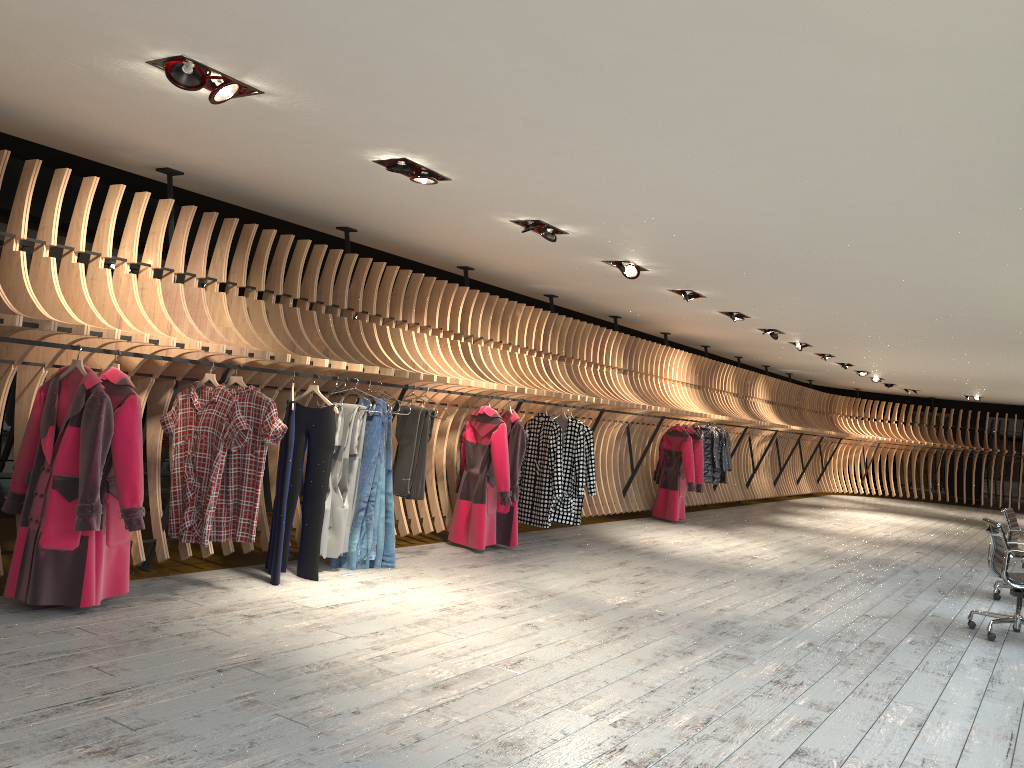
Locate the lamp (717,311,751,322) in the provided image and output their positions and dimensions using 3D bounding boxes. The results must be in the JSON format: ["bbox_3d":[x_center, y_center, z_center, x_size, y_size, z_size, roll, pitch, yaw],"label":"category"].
[{"bbox_3d":[2.764,-0.897,11.006,0.269,0.296,0.492,4,-2,32],"label":"lamp"}]

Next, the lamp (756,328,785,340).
[{"bbox_3d":[3.612,-0.774,12.349,0.269,0.294,0.492,4,-2,32],"label":"lamp"}]

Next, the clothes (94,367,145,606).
[{"bbox_3d":[-2.323,0.556,5.077,0.840,1.313,0.320,4,-3,42],"label":"clothes"}]

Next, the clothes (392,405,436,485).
[{"bbox_3d":[-0.856,0.566,7.547,0.254,0.776,0.336,8,-3,-42],"label":"clothes"}]

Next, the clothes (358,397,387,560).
[{"bbox_3d":[-1.143,0.757,6.987,0.277,1.293,0.316,6,-3,-4],"label":"clothes"}]

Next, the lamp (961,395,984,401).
[{"bbox_3d":[11.277,0.268,21.728,0.493,0.293,0.269,6,-2,6],"label":"lamp"}]

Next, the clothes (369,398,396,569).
[{"bbox_3d":[-1.030,0.892,7.074,0.373,1.537,0.312,3,-4,44],"label":"clothes"}]

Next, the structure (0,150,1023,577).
[{"bbox_3d":[6.034,0.822,5.894,14.891,2.442,36.508,5,-2,32],"label":"structure"}]

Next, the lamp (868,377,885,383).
[{"bbox_3d":[7.848,-0.155,19.065,0.269,0.291,0.492,4,-2,32],"label":"lamp"}]

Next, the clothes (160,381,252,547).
[{"bbox_3d":[-1.976,0.495,5.600,0.761,1.021,0.187,4,-3,33],"label":"clothes"}]

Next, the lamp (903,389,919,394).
[{"bbox_3d":[9.715,0.100,21.596,0.492,0.279,0.269,6,-2,-16],"label":"lamp"}]

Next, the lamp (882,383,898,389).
[{"bbox_3d":[8.696,-0.035,20.408,0.269,0.284,0.492,4,-2,32],"label":"lamp"}]

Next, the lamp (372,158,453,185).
[{"bbox_3d":[-0.625,-1.392,5.633,0.269,0.296,0.492,4,-2,32],"label":"lamp"}]

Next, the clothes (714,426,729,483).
[{"bbox_3d":[3.097,1.081,13.635,0.530,0.856,0.233,4,-3,31],"label":"clothes"}]

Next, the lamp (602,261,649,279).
[{"bbox_3d":[1.070,-1.147,8.319,0.269,0.291,0.492,4,-2,32],"label":"lamp"}]

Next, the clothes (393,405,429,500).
[{"bbox_3d":[-0.846,0.568,7.335,0.278,0.767,0.263,4,-3,40],"label":"clothes"}]

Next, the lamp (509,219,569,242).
[{"bbox_3d":[0.223,-1.274,6.976,0.269,0.284,0.492,4,-2,32],"label":"lamp"}]

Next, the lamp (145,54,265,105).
[{"bbox_3d":[-1.472,-1.514,4.290,0.269,0.301,0.492,4,-2,32],"label":"lamp"}]

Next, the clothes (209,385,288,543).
[{"bbox_3d":[-1.845,0.511,5.779,0.760,1.031,0.179,5,-3,18],"label":"clothes"}]

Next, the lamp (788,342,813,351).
[{"bbox_3d":[4.459,-0.646,13.692,0.269,0.302,0.492,4,-2,32],"label":"lamp"}]

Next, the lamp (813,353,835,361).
[{"bbox_3d":[5.306,-0.523,15.035,0.269,0.298,0.492,4,-2,32],"label":"lamp"}]

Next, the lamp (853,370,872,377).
[{"bbox_3d":[7.001,-0.278,17.722,0.269,0.293,0.492,4,-2,32],"label":"lamp"}]

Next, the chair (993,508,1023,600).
[{"bbox_3d":[4.973,1.650,8.414,0.668,0.860,0.692,5,-3,29],"label":"chair"}]

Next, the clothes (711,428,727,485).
[{"bbox_3d":[3.041,1.095,13.519,0.211,0.854,0.585,7,-3,-30],"label":"clothes"}]

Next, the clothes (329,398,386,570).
[{"bbox_3d":[-1.201,0.861,6.838,0.277,1.544,0.316,4,-3,31],"label":"clothes"}]

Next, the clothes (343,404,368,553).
[{"bbox_3d":[-1.295,0.720,6.743,0.273,1.144,0.170,6,-3,-10],"label":"clothes"}]

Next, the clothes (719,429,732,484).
[{"bbox_3d":[3.287,1.132,13.901,0.181,0.854,0.682,6,-2,-14],"label":"clothes"}]

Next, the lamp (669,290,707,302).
[{"bbox_3d":[1.917,-1.021,9.663,0.269,0.294,0.492,4,-2,32],"label":"lamp"}]

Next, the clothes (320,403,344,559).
[{"bbox_3d":[-1.372,0.706,6.539,0.169,1.144,0.273,7,-3,-25],"label":"clothes"}]

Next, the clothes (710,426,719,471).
[{"bbox_3d":[2.944,1.056,13.376,0.227,0.855,0.511,8,-3,-37],"label":"clothes"}]

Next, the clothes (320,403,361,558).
[{"bbox_3d":[-1.304,0.713,6.622,0.278,1.142,0.172,4,-3,40],"label":"clothes"}]

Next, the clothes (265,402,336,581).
[{"bbox_3d":[-1.520,0.801,6.381,0.539,1.354,0.087,4,-3,32],"label":"clothes"}]

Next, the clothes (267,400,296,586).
[{"bbox_3d":[-1.613,0.786,6.200,0.087,1.354,0.539,7,-3,-18],"label":"clothes"}]

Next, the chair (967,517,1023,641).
[{"bbox_3d":[3.876,1.489,6.660,0.668,0.860,0.693,5,-2,9],"label":"chair"}]

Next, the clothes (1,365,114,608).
[{"bbox_3d":[-2.477,0.534,4.834,0.840,1.313,0.320,4,-3,32],"label":"clothes"}]

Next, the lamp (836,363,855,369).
[{"bbox_3d":[6.154,-0.401,16.378,0.269,0.295,0.492,4,-2,32],"label":"lamp"}]
